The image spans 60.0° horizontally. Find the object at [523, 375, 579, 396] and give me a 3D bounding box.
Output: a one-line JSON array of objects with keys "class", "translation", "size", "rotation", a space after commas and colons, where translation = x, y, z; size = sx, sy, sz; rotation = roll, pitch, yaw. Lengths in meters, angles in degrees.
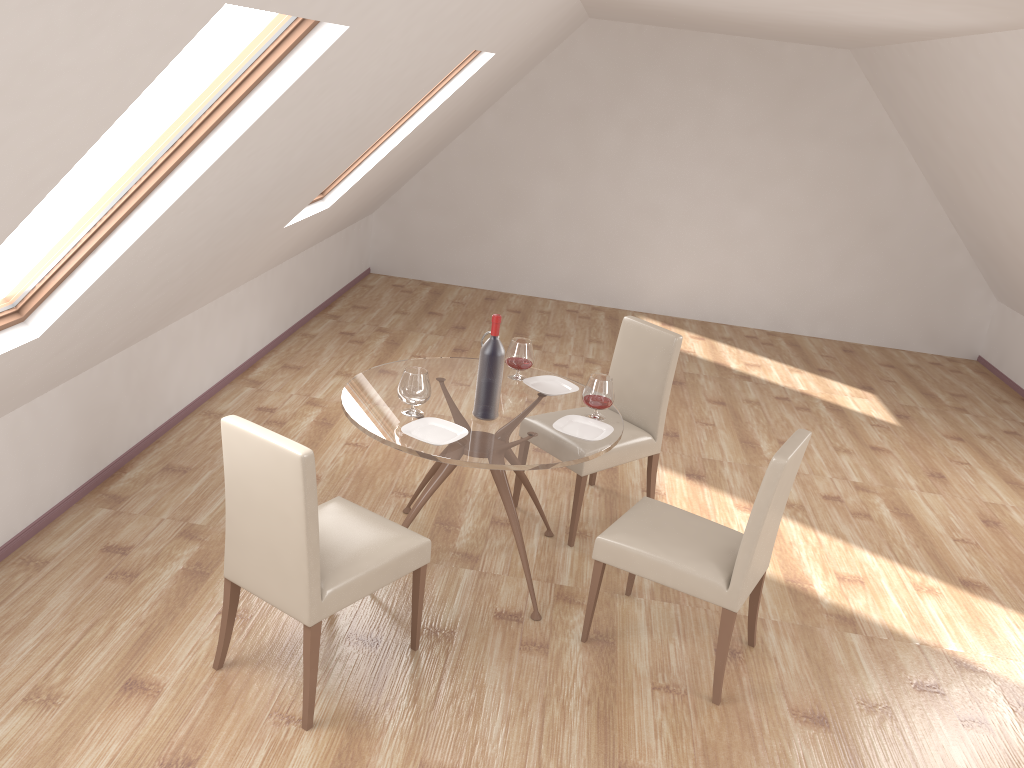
[{"class": "object", "translation": [0.177, 0.013, 4.052], "size": [0.228, 0.020, 0.228], "rotation": [-9, 25, -38]}]

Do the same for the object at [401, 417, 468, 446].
[{"class": "object", "translation": [-0.296, 0.188, 3.402], "size": [0.228, 0.020, 0.228], "rotation": [18, 23, 28]}]

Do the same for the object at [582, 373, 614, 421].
[{"class": "object", "translation": [0.365, 0.055, 3.760], "size": [0.136, 0.183, 0.136], "rotation": [1, 21, -16]}]

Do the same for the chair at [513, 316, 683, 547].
[{"class": "chair", "translation": [0.430, 0.206, 4.443], "size": [0.618, 0.999, 0.477], "rotation": [-9, 25, -38]}]

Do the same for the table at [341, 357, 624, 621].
[{"class": "table", "translation": [-0.165, 0.442, 3.915], "size": [1.198, 0.770, 1.198], "rotation": [16, 22, 23]}]

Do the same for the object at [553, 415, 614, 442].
[{"class": "object", "translation": [0.290, 0.185, 3.613], "size": [0.228, 0.020, 0.228], "rotation": [17, 22, 25]}]

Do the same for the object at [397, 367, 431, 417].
[{"class": "object", "translation": [-0.392, 0.031, 3.562], "size": [0.136, 0.183, 0.136], "rotation": [19, 23, 29]}]

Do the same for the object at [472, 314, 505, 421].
[{"class": "object", "translation": [-0.085, -0.069, 3.570], "size": [0.109, 0.435, 0.109], "rotation": [7, 20, 0]}]

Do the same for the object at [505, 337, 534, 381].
[{"class": "object", "translation": [0.035, -0.116, 4.119], "size": [0.136, 0.183, 0.136], "rotation": [1, 21, -16]}]

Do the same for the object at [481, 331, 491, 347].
[{"class": "object", "translation": [-0.098, -0.068, 3.732], "size": [0.086, 0.322, 0.096], "rotation": [-5, 23, -31]}]

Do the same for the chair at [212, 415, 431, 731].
[{"class": "chair", "translation": [-0.654, 0.551, 3.109], "size": [0.477, 0.999, 0.618], "rotation": [19, 23, 30]}]

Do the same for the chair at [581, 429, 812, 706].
[{"class": "chair", "translation": [0.705, 0.598, 3.456], "size": [0.618, 0.999, 0.477], "rotation": [18, 22, 27]}]
